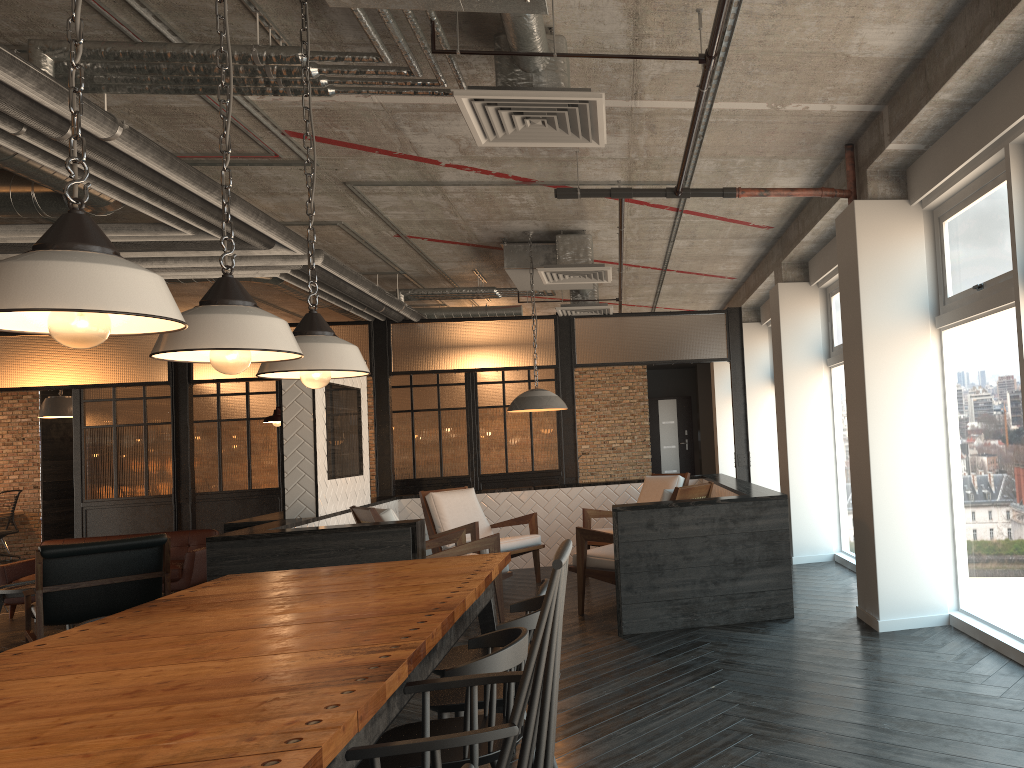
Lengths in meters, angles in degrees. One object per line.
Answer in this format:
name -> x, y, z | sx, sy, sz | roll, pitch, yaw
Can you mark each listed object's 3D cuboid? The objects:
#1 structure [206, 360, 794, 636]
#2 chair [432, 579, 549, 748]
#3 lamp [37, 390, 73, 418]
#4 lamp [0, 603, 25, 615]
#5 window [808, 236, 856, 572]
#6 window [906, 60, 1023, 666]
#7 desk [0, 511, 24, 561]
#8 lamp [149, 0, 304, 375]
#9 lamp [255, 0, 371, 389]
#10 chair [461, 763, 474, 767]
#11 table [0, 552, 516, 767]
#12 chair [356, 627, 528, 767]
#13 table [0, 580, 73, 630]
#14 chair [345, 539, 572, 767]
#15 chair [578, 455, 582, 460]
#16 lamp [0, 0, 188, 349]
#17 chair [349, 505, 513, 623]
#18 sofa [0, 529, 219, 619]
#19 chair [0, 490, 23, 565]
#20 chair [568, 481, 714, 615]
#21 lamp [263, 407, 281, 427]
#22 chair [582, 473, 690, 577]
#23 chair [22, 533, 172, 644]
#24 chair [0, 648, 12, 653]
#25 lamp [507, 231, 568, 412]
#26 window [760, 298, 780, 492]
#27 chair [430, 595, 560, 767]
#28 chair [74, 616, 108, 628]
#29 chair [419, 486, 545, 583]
structure -> 0.033, 0.733, 7.067 | 4.137, 2.112, 3.594 | -3, -4, -3
chair -> -0.066, 1.145, 3.215 | 0.485, 0.725, 0.362 | -3, -3, -4
lamp -> -5.674, -0.335, 10.443 | 0.515, 1.501, 0.376 | 0, -4, -39
lamp -> -4.848, 1.541, 7.735 | 0.973, 1.177, 0.467 | 0, -4, -42
window -> 2.904, 0.165, 6.827 | 0.249, 2.870, 2.452 | -3, -3, 7
window -> 2.554, -0.020, 4.091 | 0.249, 2.870, 2.452 | -3, -3, 7
desk -> -7.865, 2.244, 11.662 | 0.823, 0.719, 1.615 | -3, -4, 3
lamp -> -0.824, -0.891, 2.369 | 0.342, 1.735, 0.391 | -3, -3, 17
lamp -> -0.740, -0.847, 3.022 | 0.342, 1.735, 0.391 | -3, -3, 17
chair -> -0.288, 1.010, 1.246 | 0.485, 0.725, 0.362 | -3, -3, -4
table -> -0.821, 1.048, 1.775 | 1.216, 0.790, 3.689 | -3, -4, 5
chair -> -0.171, 1.075, 2.283 | 0.465, 0.736, 0.363 | -3, -3, -4
table -> -3.788, 1.815, 6.862 | 0.758, 0.371, 0.671 | -3, -4, -7
chair -> -0.104, 0.886, 1.783 | 0.511, 1.031, 0.444 | -3, -3, -3
chair -> 0.784, 1.681, 13.255 | 0.729, 1.061, 0.672 | -3, -3, -2
lamp -> -0.908, -0.936, 1.716 | 0.356, 1.735, 0.377 | -3, -3, 10
chair -> -0.590, 1.298, 6.034 | 1.084, 0.905, 0.615 | -1, -4, -33
sofa -> -3.691, 1.748, 7.780 | 1.699, 0.636, 0.642 | -3, -3, -8
chair -> -7.428, 2.054, 11.770 | 0.729, 1.061, 0.672 | -3, -3, -2
chair -> 1.018, 1.222, 6.293 | 0.820, 0.905, 0.818 | -5, -4, 32
lamp -> -1.796, 0.243, 6.429 | 0.263, 0.171, 0.165 | 0, -4, -36
chair -> 1.205, 1.334, 7.917 | 1.090, 0.905, 0.611 | 0, -4, -42
chair -> -2.982, 1.490, 5.977 | 0.870, 0.794, 0.866 | 0, -4, -37
chair -> -1.518, 1.018, 2.430 | 0.511, 1.031, 0.444 | -3, -3, -3
lamp -> 0.187, -0.544, 7.146 | 0.506, 1.543, 0.514 | -3, -3, 6
window -> 3.255, 0.351, 9.569 | 0.249, 2.870, 2.452 | -3, -3, 7
chair -> -0.048, 1.106, 2.790 | 0.465, 0.736, 0.363 | -3, -3, -4
chair -> -1.259, 1.190, 2.952 | 0.465, 0.736, 0.363 | -3, -3, -4
chair -> -0.301, 1.396, 7.559 | 0.808, 0.905, 0.827 | -6, -4, 38
